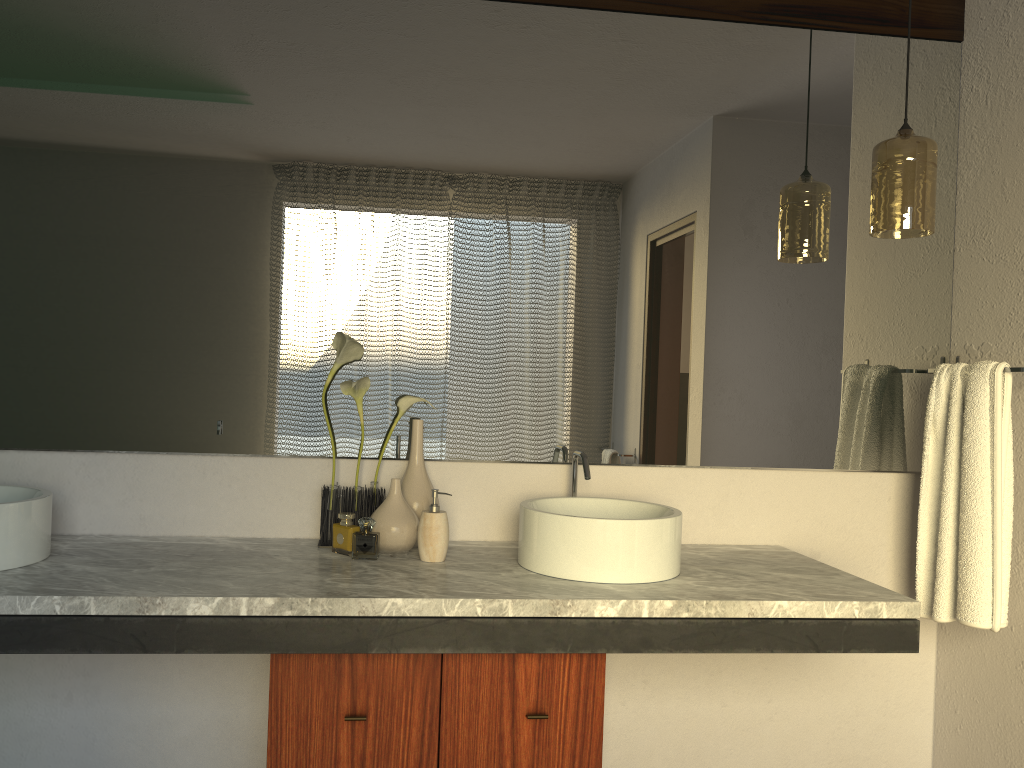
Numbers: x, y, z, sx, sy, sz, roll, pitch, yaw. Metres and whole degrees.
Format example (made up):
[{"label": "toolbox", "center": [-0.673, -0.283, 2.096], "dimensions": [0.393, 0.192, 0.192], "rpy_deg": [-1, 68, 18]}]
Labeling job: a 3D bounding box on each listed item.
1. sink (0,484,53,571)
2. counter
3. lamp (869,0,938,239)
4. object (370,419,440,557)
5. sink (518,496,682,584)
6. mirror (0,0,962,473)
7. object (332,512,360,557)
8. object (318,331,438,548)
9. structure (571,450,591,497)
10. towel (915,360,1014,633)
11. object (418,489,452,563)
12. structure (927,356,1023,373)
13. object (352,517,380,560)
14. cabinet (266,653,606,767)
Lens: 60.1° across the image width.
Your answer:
[{"label": "sink", "center": [-1.138, 0.291, 1.809], "dimensions": [0.356, 0.131, 0.359], "rpy_deg": [2, 0, -6]}, {"label": "counter", "center": [-0.363, 0.435, 1.891], "dimensions": [2.245, 0.101, 0.591], "rpy_deg": [2, 0, -7]}, {"label": "lamp", "center": [0.934, -0.786, 2.085], "dimensions": [0.142, 0.867, 0.135], "rpy_deg": [2, 0, 34]}, {"label": "object", "center": [-0.249, 0.238, 2.072], "dimensions": [0.122, 0.305, 0.236], "rpy_deg": [2, 0, 17]}, {"label": "sink", "center": [0.194, 0.340, 1.972], "dimensions": [0.349, 0.131, 0.365], "rpy_deg": [2, 0, -31]}, {"label": "mirror", "center": [-0.834, -0.409, 2.118], "dimensions": [4.054, 1.152, 0.017], "rpy_deg": [2, 0, -7]}, {"label": "object", "center": [-0.375, 0.339, 2.003], "dimensions": [0.067, 0.092, 0.038], "rpy_deg": [2, 0, 42]}, {"label": "object", "center": [-0.328, 0.135, 2.094], "dimensions": [0.238, 0.504, 0.192], "rpy_deg": [2, 0, -30]}, {"label": "structure", "center": [0.140, 0.282, 2.132], "dimensions": [0.066, 0.242, 0.165], "rpy_deg": [2, 0, -6]}, {"label": "towel", "center": [1.087, 0.264, 2.126], "dimensions": [0.162, 0.636, 0.255], "rpy_deg": [2, 0, 9]}, {"label": "object", "center": [-0.174, 0.313, 1.966], "dimensions": [0.069, 0.158, 0.072], "rpy_deg": [2, 0, -26]}, {"label": "structure", "center": [1.157, -0.032, 2.142], "dimensions": [0.101, 0.088, 0.372], "rpy_deg": [2, 0, -10]}, {"label": "object", "center": [-0.321, 0.339, 1.950], "dimensions": [0.057, 0.090, 0.039], "rpy_deg": [2, 0, 2]}, {"label": "cabinet", "center": [-0.185, 0.788, 1.954], "dimensions": [0.655, 0.599, 0.515], "rpy_deg": [2, 0, -8]}]
